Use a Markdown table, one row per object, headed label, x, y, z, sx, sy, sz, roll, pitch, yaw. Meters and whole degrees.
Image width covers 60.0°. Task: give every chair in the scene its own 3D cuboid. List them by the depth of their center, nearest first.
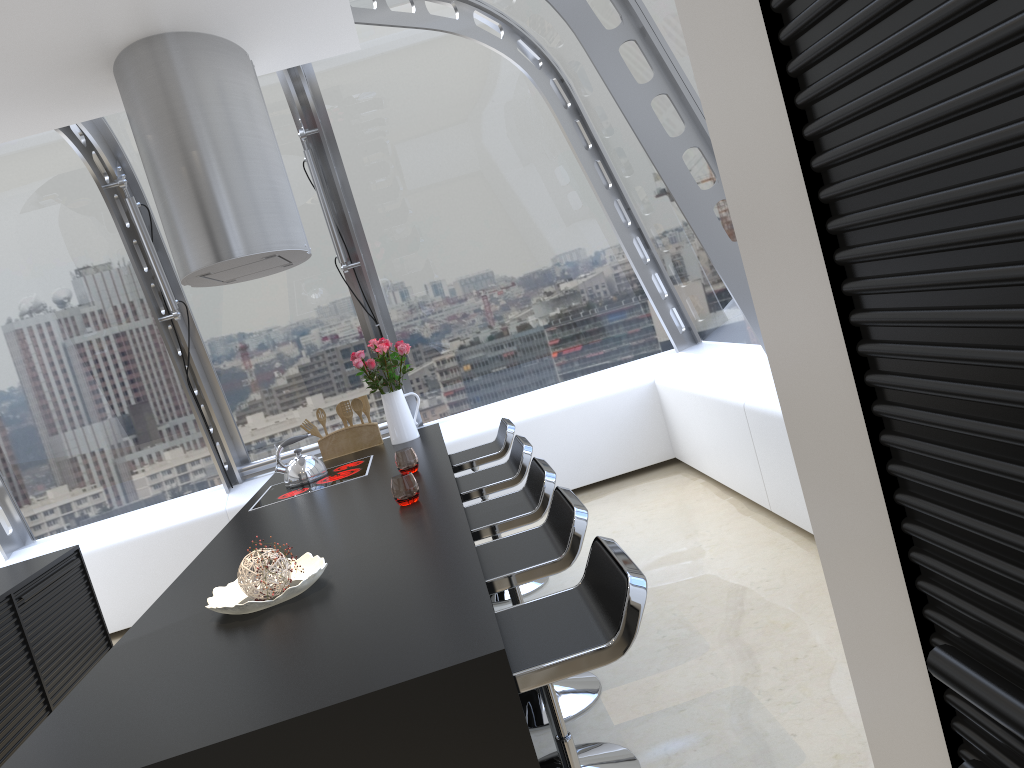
| label | x | y | z | sx | sy | sz | roll | pitch | yaw |
| --- | --- | --- | --- | --- | --- | --- | --- | --- | --- |
| chair | 0.151 | 0.837 | 1.985 | 0.460 | 0.857 | 0.418 | -17 | 5 | -4 |
| chair | 0.088 | 0.792 | 2.632 | 0.460 | 0.857 | 0.418 | -17 | 5 | -4 |
| chair | 0.030 | 0.751 | 3.230 | 0.460 | 0.857 | 0.418 | -17 | 5 | -4 |
| chair | -0.035 | 0.705 | 3.894 | 0.460 | 0.857 | 0.418 | -17 | 5 | -4 |
| chair | -0.106 | 0.655 | 4.620 | 0.460 | 0.857 | 0.418 | -17 | 5 | -4 |

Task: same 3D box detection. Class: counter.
| label | x | y | z | sx | sy | sz | roll | pitch | yaw |
| --- | --- | --- | --- | --- | --- | --- | --- | --- | --- |
| counter | -2.414 | 1.077 | 2.706 | 0.804 | 0.025 | 3.738 | -17 | 5 | -5 |
| counter | -0.706 | 0.507 | 3.436 | 1.006 | 0.018 | 3.800 | -17 | 5 | -5 |

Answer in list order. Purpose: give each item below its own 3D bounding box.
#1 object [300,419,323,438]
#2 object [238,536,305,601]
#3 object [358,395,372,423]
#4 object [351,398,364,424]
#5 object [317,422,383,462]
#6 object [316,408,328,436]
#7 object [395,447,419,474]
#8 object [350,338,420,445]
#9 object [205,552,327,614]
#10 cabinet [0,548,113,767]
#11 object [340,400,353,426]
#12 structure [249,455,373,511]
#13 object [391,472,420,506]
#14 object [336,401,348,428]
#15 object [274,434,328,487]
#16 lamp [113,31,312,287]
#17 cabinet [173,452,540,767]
| label | x | y | z | sx | sy | sz | roll | pitch | yaw |
| --- | --- | --- | --- | --- | --- | --- | --- | --- | --- |
| object | -1.103 | 0.310 | 5.124 | 0.199 | 0.259 | 0.016 | -16 | 5 | 6 |
| object | -0.680 | 0.510 | 2.428 | 0.190 | 0.191 | 0.165 | -14 | 6 | 23 |
| object | -0.829 | 0.212 | 5.147 | 0.057 | 0.294 | 0.030 | -17 | 5 | -4 |
| object | -0.863 | 0.223 | 5.126 | 0.068 | 0.298 | 0.039 | -17 | 5 | -4 |
| object | -0.936 | 0.326 | 5.134 | 0.353 | 0.157 | 0.084 | -17 | 5 | -4 |
| object | -1.073 | 0.282 | 5.128 | 0.055 | 0.299 | 0.027 | -17 | 5 | -4 |
| object | -0.453 | 0.334 | 3.817 | 0.095 | 0.106 | 0.095 | -15 | 6 | 16 |
| object | -0.671 | 0.031 | 4.925 | 0.350 | 0.596 | 0.327 | -16 | 5 | 2 |
| object | -0.668 | 0.568 | 2.444 | 0.334 | 0.078 | 0.329 | -18 | 6 | -18 |
| cabinet | -2.503 | 0.542 | 1.946 | 0.831 | 2.901 | 5.157 | -17 | 5 | -5 |
| object | -0.924 | 0.241 | 5.119 | 0.057 | 0.299 | 0.019 | -17 | 5 | -4 |
| structure | -0.967 | 0.499 | 4.394 | 0.562 | 0.041 | 0.640 | -17 | 5 | -5 |
| object | -0.381 | 0.377 | 3.165 | 0.095 | 0.106 | 0.095 | -17 | 5 | -7 |
| object | -0.959 | 0.249 | 5.136 | 0.061 | 0.299 | 0.040 | -17 | 5 | -7 |
| object | -1.085 | 0.379 | 4.538 | 0.221 | 0.230 | 0.221 | -14 | 6 | 26 |
| lamp | -1.404 | -1.014 | 4.249 | 0.606 | 0.966 | 1.112 | -17 | 5 | -5 |
| cabinet | -0.587 | 0.916 | 3.476 | 1.007 | 0.838 | 3.800 | -17 | 5 | -5 |
